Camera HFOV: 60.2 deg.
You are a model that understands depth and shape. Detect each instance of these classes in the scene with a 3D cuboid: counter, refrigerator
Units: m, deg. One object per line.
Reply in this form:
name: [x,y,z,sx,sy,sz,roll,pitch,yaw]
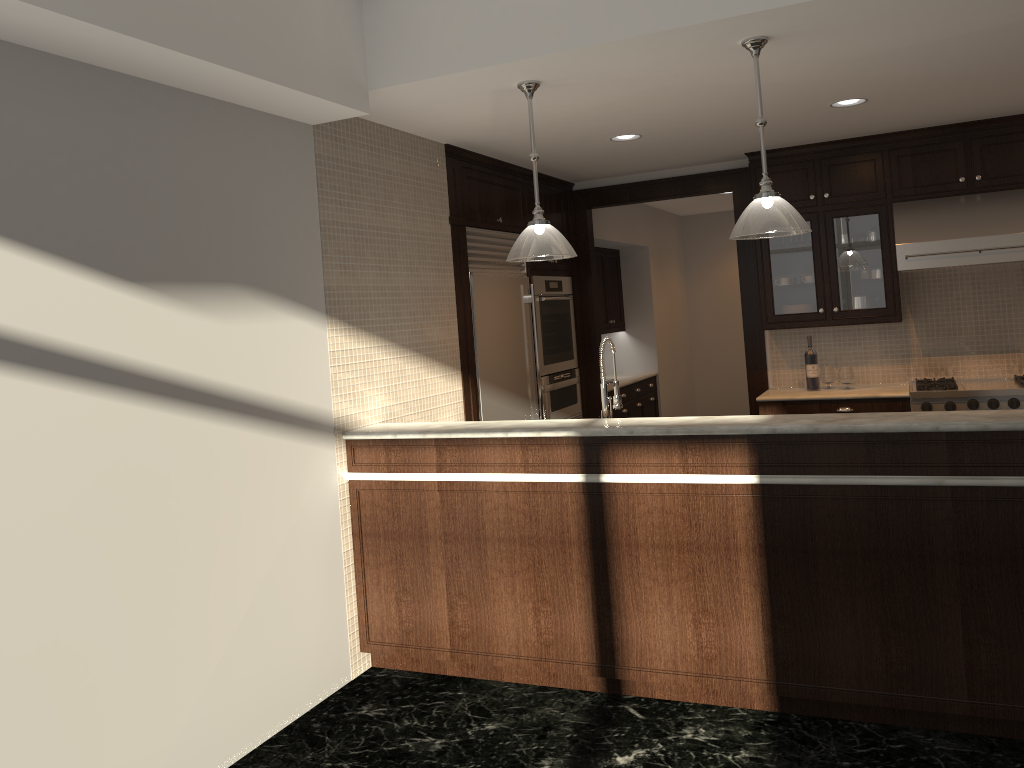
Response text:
counter: [0.761,-0.001,8.130,0.707,0.032,1.863,-2,5,24]
counter: [0.595,0.170,3.571,2.847,0.032,0.329,-2,5,24]
counter: [0.751,0.318,3.902,2.861,0.032,1.058,-2,5,24]
counter: [2.944,0.094,4.725,3.359,0.032,2.325,-2,5,24]
refrigerator: [-0.272,0.082,5.813,0.685,2.125,0.891,-4,0,24]

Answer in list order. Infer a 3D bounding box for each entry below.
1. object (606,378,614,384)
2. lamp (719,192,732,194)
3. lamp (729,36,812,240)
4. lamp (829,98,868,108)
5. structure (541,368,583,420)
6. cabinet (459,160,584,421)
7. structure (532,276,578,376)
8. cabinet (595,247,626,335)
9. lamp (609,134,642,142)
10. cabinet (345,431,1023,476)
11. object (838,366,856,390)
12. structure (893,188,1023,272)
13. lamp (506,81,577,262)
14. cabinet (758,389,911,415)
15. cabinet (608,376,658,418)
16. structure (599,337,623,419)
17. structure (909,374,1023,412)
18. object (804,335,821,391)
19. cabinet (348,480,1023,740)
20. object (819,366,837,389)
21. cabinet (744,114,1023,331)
object: [0.653,-0.185,7.827,0.446,0.407,0.345,-3,1,24]
lamp: [2.046,-1.882,8.376,0.197,0.137,0.198,-3,3,29]
lamp: [0.998,-0.982,3.521,0.316,0.784,0.318,-4,0,38]
lamp: [1.832,-1.598,4.818,0.198,0.137,0.198,-5,3,-11]
structure: [0.094,0.123,6.616,0.663,0.389,0.766,-3,3,24]
cabinet: [-0.118,-0.205,6.192,0.754,2.425,1.848,-5,1,24]
structure: [0.095,-0.434,6.608,0.612,0.702,0.760,-4,2,24]
cabinet: [0.571,-0.853,8.203,0.431,0.827,1.863,-4,3,24]
lamp: [0.682,-1.552,5.335,0.197,0.137,0.198,-3,3,29]
cabinet: [0.593,0.262,3.574,2.829,0.153,0.294,-2,4,24]
object: [2.258,-0.040,5.958,0.112,0.151,0.112,-4,1,17]
structure: [2.947,-0.995,5.627,0.928,0.478,0.642,-3,3,24]
lamp: [0.103,-0.946,3.923,0.316,0.784,0.318,-4,0,38]
cabinet: [2.977,0.550,4.716,3.359,0.881,2.324,-2,4,24]
cabinet: [1.088,0.378,7.988,0.057,0.747,1.798,-5,3,25]
structure: [0.456,0.045,4.071,0.051,0.531,0.244,-5,0,24]
structure: [3.038,0.394,5.576,0.903,0.839,0.721,-3,1,24]
object: [2.047,-0.144,6.035,0.094,0.378,0.095,-5,-1,39]
cabinet: [0.788,0.758,3.895,2.840,0.914,1.029,-3,2,24]
object: [2.179,-0.044,6.089,0.112,0.151,0.112,-4,1,17]
cabinet: [2.869,-0.979,4.748,3.358,1.256,2.316,-3,3,24]
